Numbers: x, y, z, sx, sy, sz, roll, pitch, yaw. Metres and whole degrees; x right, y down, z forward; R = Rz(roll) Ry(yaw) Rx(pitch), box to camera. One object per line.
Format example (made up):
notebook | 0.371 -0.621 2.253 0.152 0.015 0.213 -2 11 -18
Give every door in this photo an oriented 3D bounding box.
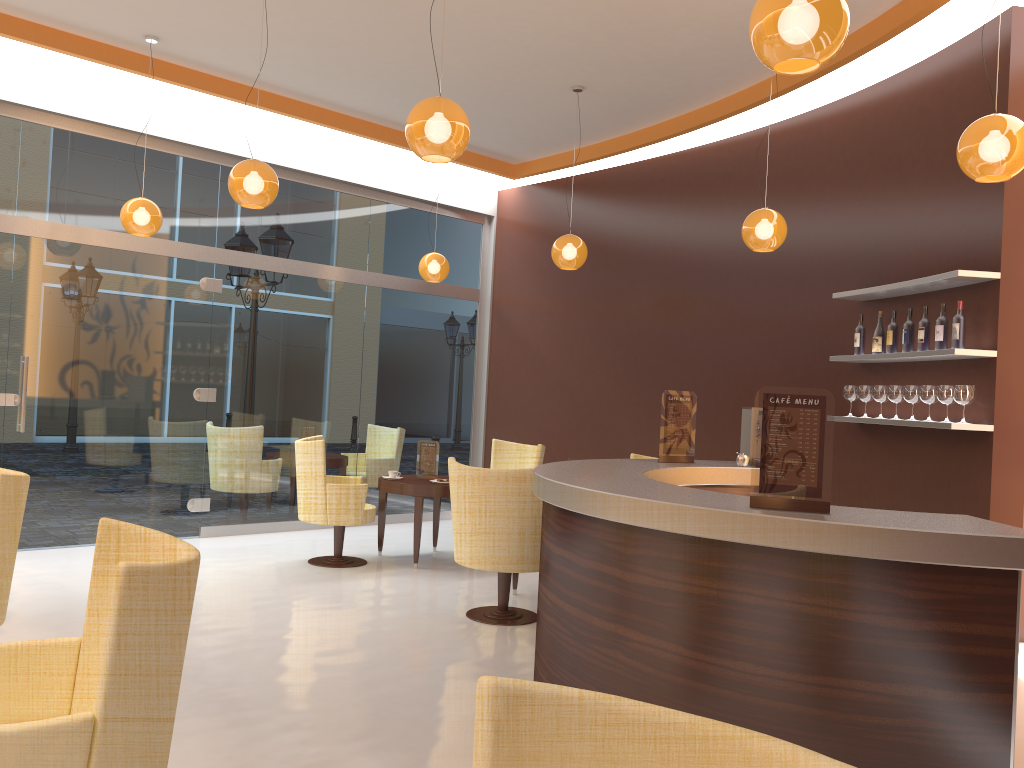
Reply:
door | -3.371 0.111 7.507 1.640 2.499 0.020 4 -1 -43

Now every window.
window | -3.345 -0.388 7.514 8.200 3.380 0.040 4 -1 -43

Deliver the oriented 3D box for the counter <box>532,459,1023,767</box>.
counter | 0.862 0.986 4.086 1.586 1.100 2.917 3 -1 2

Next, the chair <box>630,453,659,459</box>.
chair | 1.066 1.074 6.870 0.685 1.017 0.729 3 -1 -36

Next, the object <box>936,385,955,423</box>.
object | 2.589 0.121 5.271 0.125 0.221 0.125 3 -1 -18

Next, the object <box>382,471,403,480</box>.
object | -1.007 0.770 7.487 0.153 0.069 0.153 4 -1 -43

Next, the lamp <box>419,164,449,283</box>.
lamp | -0.725 -1.741 8.617 0.299 1.500 0.299 3 -1 15

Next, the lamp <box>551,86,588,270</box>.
lamp | 0.504 -1.695 7.303 0.299 1.500 0.299 3 -1 25

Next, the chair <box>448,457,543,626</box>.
chair | -0.062 1.001 5.737 0.729 1.017 0.685 3 -1 25

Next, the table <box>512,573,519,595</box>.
table | 0.436 1.205 6.370 0.872 0.679 0.874 3 -1 3

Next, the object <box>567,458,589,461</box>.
object | 0.475 0.699 6.367 0.209 0.335 0.042 3 -1 -29

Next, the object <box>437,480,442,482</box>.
object | -0.597 0.808 7.378 0.054 0.018 0.051 3 -1 4

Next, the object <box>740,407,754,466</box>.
object | 1.526 0.314 5.223 0.270 0.340 0.373 3 -1 2

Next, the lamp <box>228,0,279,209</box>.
lamp | -1.537 -1.825 5.390 0.299 1.500 0.299 3 -1 -32

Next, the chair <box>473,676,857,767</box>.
chair | 0.106 0.949 0.995 0.729 1.017 0.685 2 -1 44

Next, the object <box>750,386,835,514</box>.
object | 0.943 0.218 2.986 0.258 0.414 0.052 3 -1 16

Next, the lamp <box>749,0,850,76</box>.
lamp | 0.921 -1.732 2.761 0.299 1.500 0.299 3 -1 -25

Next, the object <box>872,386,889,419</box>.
object | 2.467 0.123 5.925 0.125 0.221 0.125 3 -1 -18

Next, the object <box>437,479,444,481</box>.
object | -0.600 0.800 7.413 0.052 0.016 0.055 4 -1 -44

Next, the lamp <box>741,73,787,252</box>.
lamp | 1.733 -1.648 5.988 0.299 1.500 0.299 3 -1 25

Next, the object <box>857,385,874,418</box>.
object | 2.428 0.123 6.083 0.125 0.221 0.125 3 -1 -18

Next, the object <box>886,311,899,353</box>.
object | 2.515 -0.336 5.852 0.073 0.297 0.073 3 -1 16

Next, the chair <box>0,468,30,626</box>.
chair | -2.449 0.852 3.728 0.729 1.017 0.685 2 -1 44

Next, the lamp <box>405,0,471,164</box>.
lamp | -0.308 -1.778 4.076 0.299 1.500 0.299 3 -1 25

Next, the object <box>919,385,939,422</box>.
object | 2.561 0.121 5.439 0.125 0.221 0.125 3 -1 -18

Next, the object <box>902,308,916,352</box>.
object | 2.548 -0.336 5.689 0.073 0.297 0.073 3 -1 -33

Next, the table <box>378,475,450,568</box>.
table | -0.722 1.161 7.595 0.872 0.679 0.874 3 -1 3

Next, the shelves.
shelves | 2.380 -0.215 3.982 0.586 0.902 4.744 3 -1 4

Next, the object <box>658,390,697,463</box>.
object | 0.957 0.246 5.110 0.258 0.414 0.052 3 -1 -29

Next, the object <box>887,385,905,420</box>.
object | 2.501 0.123 5.765 0.125 0.221 0.125 3 -1 -18

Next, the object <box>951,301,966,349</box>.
object | 2.619 -0.339 5.193 0.073 0.297 0.073 3 -1 -33

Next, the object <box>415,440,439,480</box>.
object | -0.725 0.653 7.633 0.209 0.335 0.042 3 -1 22

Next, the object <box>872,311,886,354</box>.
object | 2.486 -0.340 5.993 0.086 0.303 0.086 3 -1 26

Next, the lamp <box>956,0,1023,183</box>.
lamp | 2.160 -1.653 3.923 0.299 1.500 0.299 3 -1 -25

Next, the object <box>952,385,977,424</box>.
object | 2.600 0.119 5.102 0.125 0.221 0.125 3 -1 -18

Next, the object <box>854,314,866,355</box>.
object | 2.422 -0.336 6.165 0.073 0.297 0.073 3 -1 -33

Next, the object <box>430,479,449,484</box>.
object | -0.555 0.818 7.404 0.234 0.020 0.234 3 -1 18

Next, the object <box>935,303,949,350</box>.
object | 2.599 -0.338 5.357 0.073 0.297 0.073 2 -1 44

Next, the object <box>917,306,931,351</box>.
object | 2.573 -0.337 5.530 0.073 0.297 0.073 3 -1 -33

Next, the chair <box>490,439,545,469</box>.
chair | -0.083 1.030 8.083 0.685 1.017 0.729 4 -1 -40

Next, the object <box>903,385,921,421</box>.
object | 2.534 0.122 5.605 0.125 0.221 0.125 3 -1 -18

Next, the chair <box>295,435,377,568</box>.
chair | -1.450 0.949 7.256 0.685 1.017 0.729 3 -1 -11

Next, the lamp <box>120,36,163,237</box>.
lamp | -2.766 -1.871 6.704 0.299 1.500 0.299 3 -1 21

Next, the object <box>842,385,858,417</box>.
object | 2.385 0.123 6.236 0.125 0.221 0.125 3 -1 -18

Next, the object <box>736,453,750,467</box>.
object | 1.319 0.433 5.062 0.075 0.077 0.075 3 -1 16

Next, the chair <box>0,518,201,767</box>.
chair | -1.177 0.899 2.242 0.685 1.017 0.729 3 -1 -26
